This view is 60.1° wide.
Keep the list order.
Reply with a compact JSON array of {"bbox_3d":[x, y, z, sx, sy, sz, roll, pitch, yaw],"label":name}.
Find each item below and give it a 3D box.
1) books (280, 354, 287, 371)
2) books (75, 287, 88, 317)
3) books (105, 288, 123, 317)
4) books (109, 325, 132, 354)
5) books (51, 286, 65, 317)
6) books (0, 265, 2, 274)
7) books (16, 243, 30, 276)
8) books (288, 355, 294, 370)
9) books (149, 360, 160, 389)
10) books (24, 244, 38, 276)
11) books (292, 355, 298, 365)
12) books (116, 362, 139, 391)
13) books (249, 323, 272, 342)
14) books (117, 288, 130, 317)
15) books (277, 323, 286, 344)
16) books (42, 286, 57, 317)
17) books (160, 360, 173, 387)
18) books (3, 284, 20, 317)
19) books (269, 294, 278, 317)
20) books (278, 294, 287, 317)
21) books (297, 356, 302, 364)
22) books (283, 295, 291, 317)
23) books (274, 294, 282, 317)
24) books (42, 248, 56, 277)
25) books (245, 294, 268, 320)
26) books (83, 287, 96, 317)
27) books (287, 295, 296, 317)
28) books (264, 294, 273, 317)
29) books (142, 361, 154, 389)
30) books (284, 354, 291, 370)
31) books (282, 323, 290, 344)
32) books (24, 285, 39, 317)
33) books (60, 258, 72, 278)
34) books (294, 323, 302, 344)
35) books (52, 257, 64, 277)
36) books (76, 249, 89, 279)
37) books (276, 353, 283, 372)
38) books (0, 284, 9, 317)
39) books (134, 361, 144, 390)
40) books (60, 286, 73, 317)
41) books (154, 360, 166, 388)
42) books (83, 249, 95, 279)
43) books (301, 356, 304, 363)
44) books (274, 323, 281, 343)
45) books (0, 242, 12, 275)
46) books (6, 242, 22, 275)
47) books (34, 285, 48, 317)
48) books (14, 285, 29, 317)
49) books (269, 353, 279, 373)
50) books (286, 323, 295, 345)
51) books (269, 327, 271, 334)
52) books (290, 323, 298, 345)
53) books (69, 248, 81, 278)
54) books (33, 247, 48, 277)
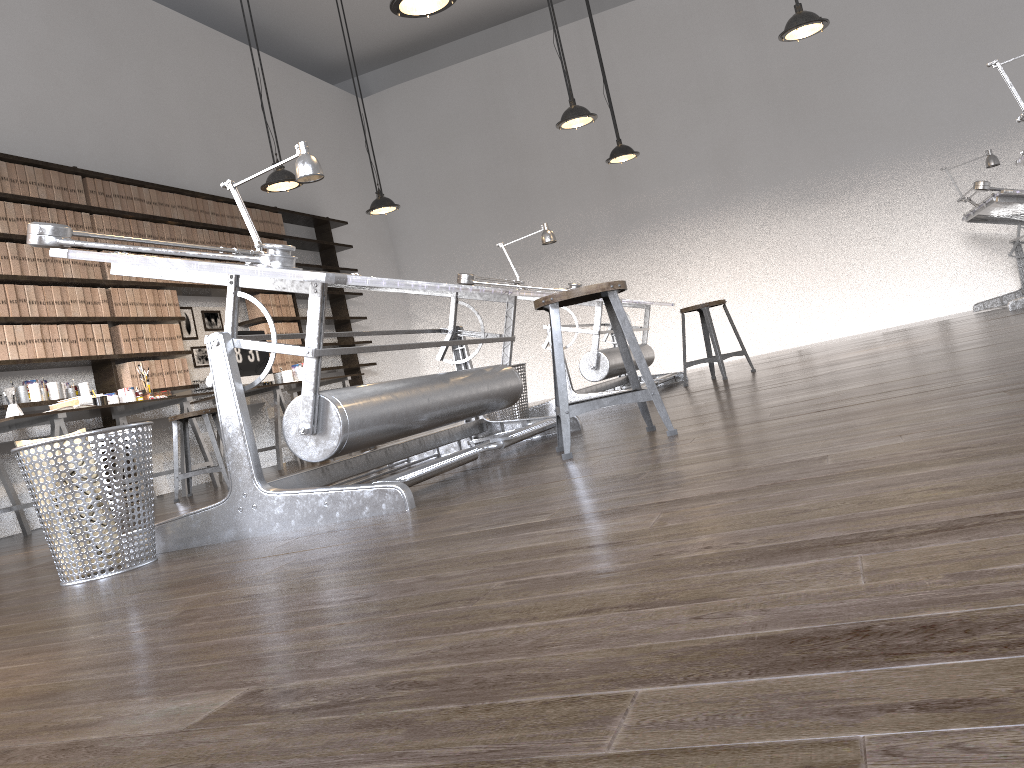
[{"bbox_3d":[-2.193,-0.170,8.236,0.174,0.226,0.067,-13,-3,19],"label":"books"},{"bbox_3d":[-3.052,-0.544,6.149,0.174,0.226,0.067,-13,-3,19],"label":"books"},{"bbox_3d":[-2.949,-0.572,6.462,0.174,0.226,0.067,-13,-3,19],"label":"books"},{"bbox_3d":[-2.884,-0.305,6.463,0.174,0.226,0.067,-13,-3,19],"label":"books"},{"bbox_3d":[-3.116,-0.530,5.964,0.174,0.226,0.067,-13,-3,19],"label":"books"},{"bbox_3d":[-3.321,-0.770,5.581,0.174,0.226,0.067,-13,-3,19],"label":"books"},{"bbox_3d":[-3.252,-0.785,5.774,0.174,0.226,0.067,-13,-3,19],"label":"books"},{"bbox_3d":[-2.147,-0.180,8.357,0.174,0.226,0.067,-13,-3,19],"label":"books"},{"bbox_3d":[-2.754,-0.049,6.646,0.174,0.226,0.067,-13,-3,19],"label":"books"},{"bbox_3d":[-3.229,-0.789,5.832,0.174,0.226,0.067,-13,-3,19],"label":"books"},{"bbox_3d":[-2.127,-0.184,8.425,0.174,0.226,0.067,-13,-3,19],"label":"books"},{"bbox_3d":[-2.822,-0.034,6.449,0.174,0.226,0.067,-13,-3,19],"label":"books"},{"bbox_3d":[-2.299,-0.431,8.108,0.174,0.226,0.067,-13,-3,19],"label":"books"},{"bbox_3d":[-2.924,-0.578,6.527,0.174,0.226,0.067,-13,-3,19],"label":"books"},{"bbox_3d":[-2.231,-0.446,8.307,0.174,0.226,0.067,-13,-3,19],"label":"books"},{"bbox_3d":[-3.144,-0.524,5.902,0.174,0.226,0.067,-13,-3,19],"label":"books"},{"bbox_3d":[-2.704,-0.060,6.776,0.174,0.226,0.067,-13,-3,19],"label":"books"},{"bbox_3d":[-3.235,-0.504,5.629,0.174,0.226,0.067,-13,-3,19],"label":"books"},{"bbox_3d":[-2.298,-0.713,8.292,0.174,0.226,0.067,-13,-3,19],"label":"books"},{"bbox_3d":[-2.249,-0.724,8.429,0.174,0.226,0.067,-13,-3,19],"label":"books"},{"bbox_3d":[-2.106,-0.189,8.491,0.174,0.226,0.067,-13,-3,19],"label":"books"},{"bbox_3d":[-2.229,-0.728,8.501,0.174,0.226,0.067,-13,-3,19],"label":"books"},{"bbox_3d":[-2.279,-0.717,8.360,0.174,0.226,0.067,-13,-3,19],"label":"books"},{"bbox_3d":[-3.184,-0.799,5.968,0.174,0.226,0.067,-13,-3,19],"label":"books"},{"bbox_3d":[-2.349,-0.702,8.159,0.174,0.226,0.067,-13,-3,19],"label":"books"},{"bbox_3d":[-3.032,-0.548,6.217,0.174,0.226,0.067,-13,-3,19],"label":"books"},{"bbox_3d":[-2.202,-0.734,8.572,0.174,0.226,0.067,-13,-3,19],"label":"books"},{"bbox_3d":[-2.326,-0.707,8.226,0.174,0.226,0.067,-13,-3,19],"label":"books"},{"bbox_3d":[-2.771,-0.045,6.585,0.174,0.226,0.067,-13,-3,19],"label":"books"},{"bbox_3d":[-2.171,-0.175,8.295,0.174,0.226,0.067,-13,-3,19],"label":"books"},{"bbox_3d":[-2.204,-0.452,8.374,0.174,0.226,0.067,-13,-3,19],"label":"books"},{"bbox_3d":[-3.187,-0.515,5.767,0.174,0.226,0.067,-13,-3,19],"label":"books"},{"bbox_3d":[-3.136,-0.810,6.098,0.174,0.226,0.067,-13,-3,19],"label":"books"},{"bbox_3d":[-2.142,-0.465,8.564,0.174,0.226,0.067,-13,-3,19],"label":"books"},{"bbox_3d":[-3.162,-0.804,6.034,0.174,0.226,0.067,-13,-3,19],"label":"books"},{"bbox_3d":[-3.086,-0.820,6.228,0.174,0.226,0.067,-13,-3,19],"label":"books"},{"bbox_3d":[-2.211,-0.166,8.172,0.174,0.226,0.067,-13,-3,19],"label":"books"},{"bbox_3d":[-3.265,-0.498,5.561,0.174,0.226,0.067,-13,-3,19],"label":"books"},{"bbox_3d":[-2.795,-0.040,6.517,0.174,0.226,0.067,-13,-3,19],"label":"books"},{"bbox_3d":[-3.098,-0.534,6.028,0.174,0.226,0.067,-13,-3,19],"label":"books"},{"bbox_3d":[-2.734,-0.053,6.708,0.174,0.226,0.067,-13,-3,19],"label":"books"},{"bbox_3d":[-3.069,-0.824,6.289,0.174,0.226,0.067,-13,-3,19],"label":"books"},{"bbox_3d":[-2.078,-0.195,8.550,0.174,0.226,0.067,-13,-3,19],"label":"books"},{"bbox_3d":[-2.258,-0.440,8.242,0.174,0.226,0.067,-13,-3,19],"label":"books"},{"bbox_3d":[-3.298,-0.775,5.647,0.174,0.226,0.067,-13,-3,19],"label":"books"},{"bbox_3d":[-3.270,-0.781,5.709,0.174,0.226,0.067,-13,-3,19],"label":"books"},{"bbox_3d":[-3.167,-0.519,5.835,0.174,0.226,0.067,-13,-3,19],"label":"books"},{"bbox_3d":[-3.215,-0.509,5.702,0.174,0.226,0.067,-13,-3,19],"label":"books"},{"bbox_3d":[-2.239,-0.160,8.110,0.174,0.226,0.067,-13,-3,19],"label":"books"},{"bbox_3d":[-2.182,-0.457,8.436,0.174,0.226,0.067,-13,-3,19],"label":"books"},{"bbox_3d":[-2.279,-0.436,8.176,0.174,0.226,0.067,-13,-3,19],"label":"books"},{"bbox_3d":[-2.165,-0.460,8.497,0.174,0.226,0.067,-13,-3,19],"label":"books"},{"bbox_3d":[-3.108,-0.816,6.166,0.174,0.226,0.067,-13,-3,19],"label":"books"},{"bbox_3d":[-3.204,-0.795,5.900,0.174,0.226,0.067,-13,-3,19],"label":"books"}]
